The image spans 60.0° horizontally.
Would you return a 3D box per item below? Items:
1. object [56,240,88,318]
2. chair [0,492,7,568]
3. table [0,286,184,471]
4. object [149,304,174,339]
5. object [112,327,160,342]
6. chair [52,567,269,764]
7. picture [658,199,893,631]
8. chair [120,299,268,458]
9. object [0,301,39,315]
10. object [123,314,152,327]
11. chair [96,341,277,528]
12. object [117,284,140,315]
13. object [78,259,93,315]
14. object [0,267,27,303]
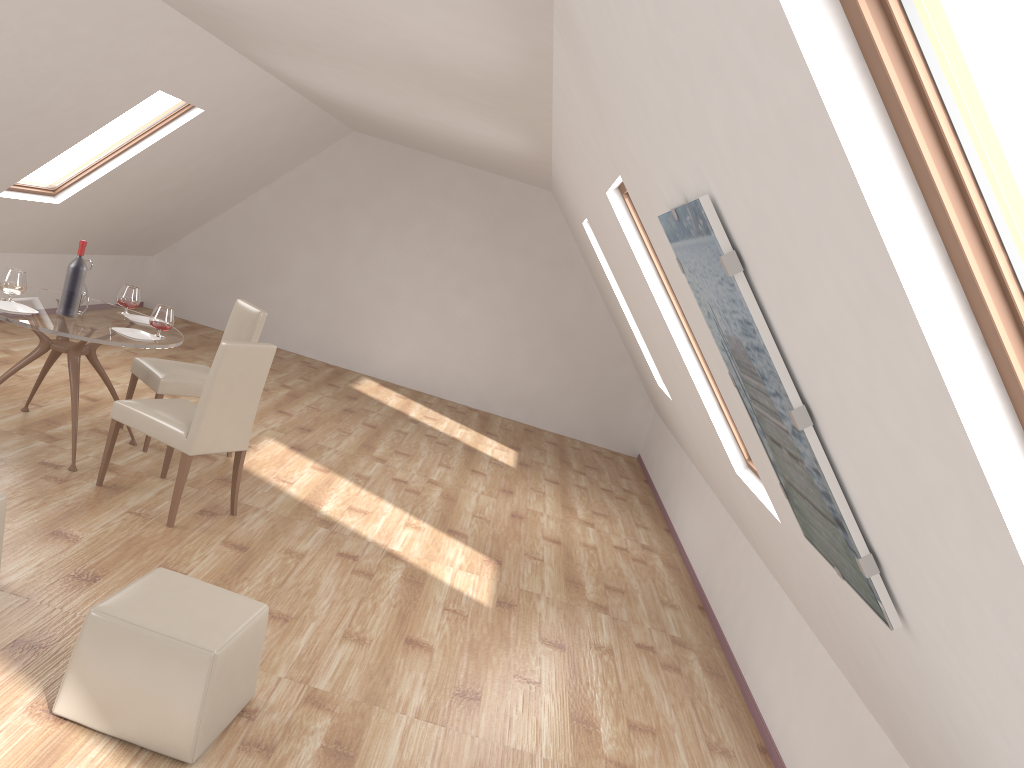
[{"bbox_3d":[-2.434,-0.588,4.940,0.109,0.435,0.109,16,8,-4],"label":"object"},{"bbox_3d":[-2.239,0.554,3.269,0.506,0.394,0.506,18,8,4],"label":"chair"},{"bbox_3d":[-2.627,-0.044,5.172,1.198,0.770,1.198,20,9,21],"label":"table"},{"bbox_3d":[-2.033,-0.361,5.145,0.136,0.183,0.136,14,9,-21],"label":"object"},{"bbox_3d":[-2.108,-0.273,4.970,0.228,0.020,0.228,20,9,22],"label":"object"},{"bbox_3d":[-1.159,0.921,3.028,0.506,0.394,0.506,18,8,5],"label":"chair"},{"bbox_3d":[0.603,0.032,2.152,0.683,0.738,0.650,17,8,0],"label":"picture"},{"bbox_3d":[-2.075,-0.086,5.790,0.618,0.999,0.477,9,11,-45],"label":"chair"},{"bbox_3d":[-2.657,-0.402,4.708,0.228,0.020,0.228,21,9,26],"label":"object"},{"bbox_3d":[-2.248,-0.383,5.421,0.228,0.020,0.228,9,11,-44],"label":"object"},{"bbox_3d":[-1.738,0.168,4.777,0.618,0.999,0.477,21,9,24],"label":"chair"},{"bbox_3d":[-2.377,-0.519,5.498,0.136,0.183,0.136,14,9,-21],"label":"object"},{"bbox_3d":[-2.467,-0.562,5.097,0.086,0.322,0.096,11,10,-37],"label":"object"},{"bbox_3d":[-2.749,-0.542,4.884,0.136,0.183,0.136,21,9,27],"label":"object"}]
